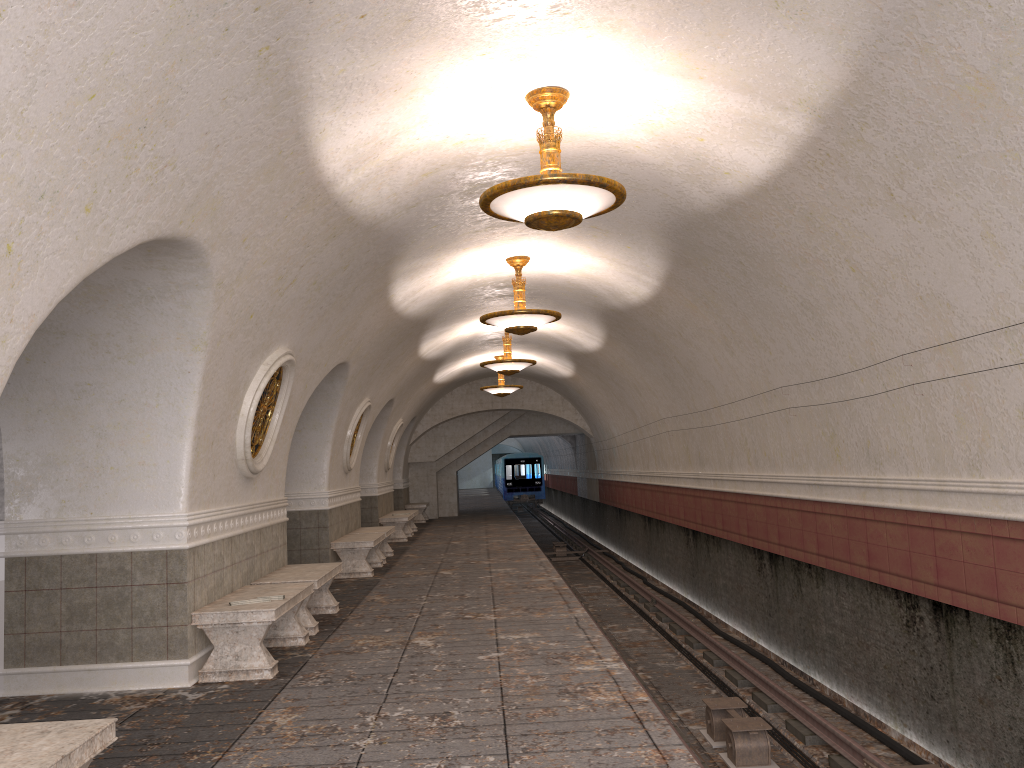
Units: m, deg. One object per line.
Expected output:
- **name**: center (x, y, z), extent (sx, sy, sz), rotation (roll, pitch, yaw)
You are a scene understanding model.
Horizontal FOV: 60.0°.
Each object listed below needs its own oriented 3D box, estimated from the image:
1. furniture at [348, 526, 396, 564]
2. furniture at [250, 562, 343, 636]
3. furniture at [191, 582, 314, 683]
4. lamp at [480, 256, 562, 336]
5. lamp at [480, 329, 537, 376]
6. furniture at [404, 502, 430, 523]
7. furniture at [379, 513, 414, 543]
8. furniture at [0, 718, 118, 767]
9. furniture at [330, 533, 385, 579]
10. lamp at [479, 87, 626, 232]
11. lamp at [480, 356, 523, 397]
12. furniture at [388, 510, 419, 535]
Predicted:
- **furniture**: center (-2.320, 2.692, 14.833), extent (0.613, 0.508, 1.509), rotation (-2, -5, -2)
- **furniture**: center (-2.104, 2.129, 8.843), extent (0.613, 0.508, 1.509), rotation (-2, -5, -2)
- **furniture**: center (-2.044, 1.972, 7.170), extent (0.613, 0.508, 1.509), rotation (-2, -5, -2)
- **lamp**: center (0.094, -1.068, 10.912), extent (1.008, 0.955, 1.008), rotation (-4, -5, 14)
- **lamp**: center (-0.079, -0.617, 15.716), extent (1.008, 0.955, 1.008), rotation (-4, -5, 14)
- **furniture**: center (-2.698, 3.681, 25.364), extent (0.613, 0.508, 1.509), rotation (-2, -5, -2)
- **furniture**: center (-2.473, 3.092, 19.093), extent (0.613, 0.508, 1.509), rotation (-2, -5, -2)
- **furniture**: center (-1.890, 1.567, 2.864), extent (0.613, 0.508, 1.509), rotation (-2, -5, -2)
- **furniture**: center (-2.259, 2.534, 13.160), extent (0.613, 0.508, 1.509), rotation (-2, -5, -2)
- **lamp**: center (0.266, -1.520, 6.106), extent (1.008, 0.955, 1.008), rotation (-1, -6, -18)
- **lamp**: center (-0.251, -0.166, 20.521), extent (1.008, 0.955, 1.008), rotation (-8, -7, 43)
- **furniture**: center (-2.533, 3.249, 20.766), extent (0.613, 0.508, 1.509), rotation (-2, -5, -2)
